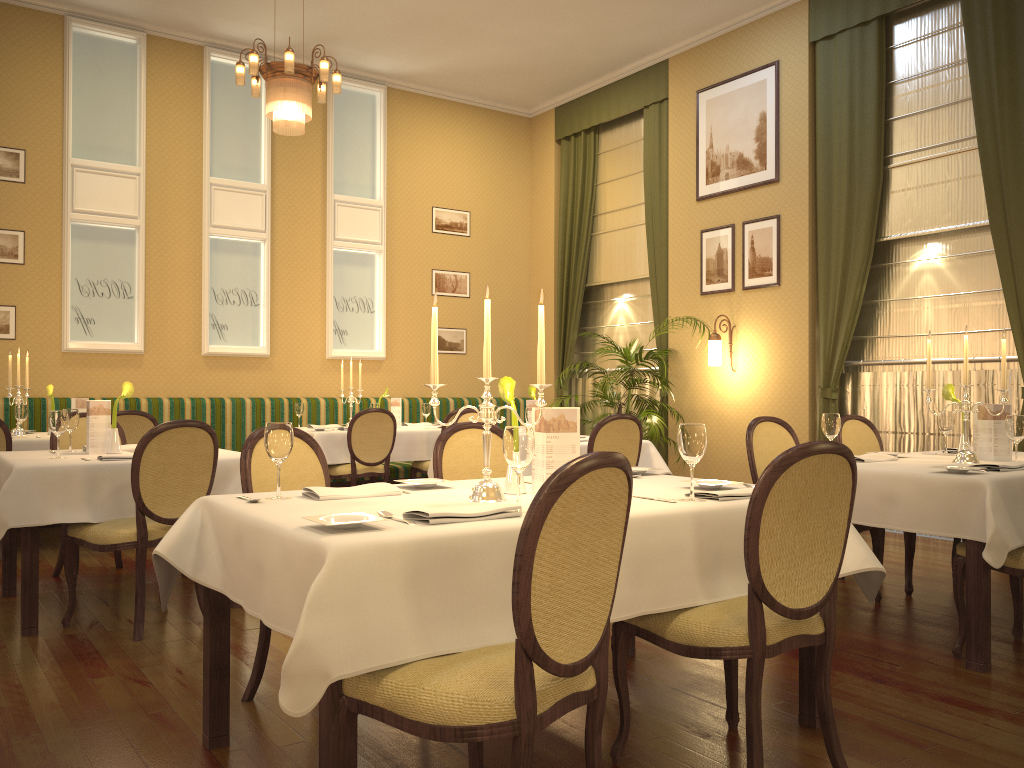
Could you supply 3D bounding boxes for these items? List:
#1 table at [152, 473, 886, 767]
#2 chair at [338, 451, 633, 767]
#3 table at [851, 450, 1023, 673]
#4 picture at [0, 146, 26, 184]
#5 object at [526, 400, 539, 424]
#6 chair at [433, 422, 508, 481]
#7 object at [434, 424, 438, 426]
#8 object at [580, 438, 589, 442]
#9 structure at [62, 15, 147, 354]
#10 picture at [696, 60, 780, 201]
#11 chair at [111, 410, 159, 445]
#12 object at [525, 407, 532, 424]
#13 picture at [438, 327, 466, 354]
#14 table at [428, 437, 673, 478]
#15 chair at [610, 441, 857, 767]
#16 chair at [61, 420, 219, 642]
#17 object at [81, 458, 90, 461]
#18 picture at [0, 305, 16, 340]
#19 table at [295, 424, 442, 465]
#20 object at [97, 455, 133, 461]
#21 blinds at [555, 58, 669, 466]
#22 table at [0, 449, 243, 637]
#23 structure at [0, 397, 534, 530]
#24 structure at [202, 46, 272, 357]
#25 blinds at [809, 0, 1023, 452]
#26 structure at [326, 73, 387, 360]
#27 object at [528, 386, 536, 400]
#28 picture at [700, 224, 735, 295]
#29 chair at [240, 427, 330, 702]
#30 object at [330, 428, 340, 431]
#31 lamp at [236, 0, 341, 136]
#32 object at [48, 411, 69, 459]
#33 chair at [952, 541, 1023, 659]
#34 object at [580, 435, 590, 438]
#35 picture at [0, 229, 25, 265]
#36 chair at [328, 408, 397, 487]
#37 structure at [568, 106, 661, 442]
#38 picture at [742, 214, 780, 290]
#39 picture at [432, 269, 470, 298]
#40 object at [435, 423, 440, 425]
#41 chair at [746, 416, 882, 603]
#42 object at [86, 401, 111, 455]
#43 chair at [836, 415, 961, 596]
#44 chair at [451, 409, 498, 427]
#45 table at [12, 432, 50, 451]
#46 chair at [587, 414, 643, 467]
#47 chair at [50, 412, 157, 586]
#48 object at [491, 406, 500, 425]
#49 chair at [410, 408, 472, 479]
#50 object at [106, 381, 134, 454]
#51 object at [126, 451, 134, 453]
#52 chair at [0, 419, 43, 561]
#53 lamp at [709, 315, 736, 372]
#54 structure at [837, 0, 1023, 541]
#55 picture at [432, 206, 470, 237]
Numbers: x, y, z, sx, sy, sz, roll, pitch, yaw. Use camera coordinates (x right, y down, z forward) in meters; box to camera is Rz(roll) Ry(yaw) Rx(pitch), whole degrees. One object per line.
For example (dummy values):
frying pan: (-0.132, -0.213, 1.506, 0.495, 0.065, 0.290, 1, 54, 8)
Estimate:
table: (0.088, 0.724, 2.771, 2.152, 0.759, 1.385, 1, -1, -34)
chair: (-0.038, 0.620, 1.996, 0.571, 0.955, 0.530, 0, -1, 36)
table: (2.292, 0.746, 4.285, 2.152, 0.759, 1.385, 1, -1, -34)
picture: (-4.379, -1.883, 7.566, 0.401, 0.294, 0.008, 1, -1, -34)
object: (0.130, 0.246, 5.948, 0.081, 0.277, 0.166, 0, -1, -28)
chair: (-0.015, 0.636, 3.572, 0.530, 0.955, 0.571, 1, -1, -34)
object: (-0.780, 0.402, 8.713, 0.038, 0.015, 0.181, 1, -1, -33)
object: (0.415, 0.372, 5.866, 0.273, 0.024, 0.142, 1, -1, -34)
structure: (-3.698, -1.772, 8.054, 0.687, 2.985, 0.200, 1, -1, -34)
picture: (2.035, -2.277, 8.079, 0.027, 1.057, 0.966, 1, -1, -34)
chair: (-2.790, 0.657, 6.299, 0.530, 0.955, 0.571, 1, -1, -34)
object: (0.126, 0.264, 5.649, 0.088, 0.229, 0.088, 0, -1, 13)
picture: (-0.705, -0.490, 10.077, 0.437, 0.294, 0.008, 1, -1, -34)
table: (0.242, 0.759, 6.086, 1.395, 0.759, 1.389, 1, -1, -33)
chair: (0.646, 0.627, 2.519, 0.530, 0.955, 0.571, 1, -1, -34)
chair: (-1.689, 0.637, 4.106, 0.571, 0.955, 0.530, 0, -1, 36)
object: (-2.014, 0.352, 4.182, 0.017, 0.010, 0.185, 1, -1, -34)
picture: (-4.398, -0.527, 7.541, 0.313, 0.294, 0.008, 1, -1, -34)
table: (-1.124, 0.776, 8.081, 2.152, 0.759, 1.385, 1, -1, -34)
object: (-1.820, 0.348, 4.234, 0.273, 0.024, 0.142, 1, -1, -34)
blinds: (1.073, -1.089, 9.586, 0.225, 4.537, 1.934, 1, -1, -35)
table: (-1.983, 0.737, 4.559, 1.395, 0.759, 1.389, 1, -1, -33)
structure: (-5.554, 0.614, 6.255, 14.516, 1.031, 0.850, 1, -1, -34)
structure: (-2.712, -1.762, 8.731, 0.661, 2.985, 0.200, 1, -1, -34)
blinds: (3.050, -1.114, 6.689, 0.129, 4.537, 1.878, 1, -1, -34)
structure: (-1.666, -1.751, 9.450, 0.670, 2.985, 0.200, 1, -1, -34)
object: (0.156, 0.197, 6.168, 0.076, 0.375, 0.163, 0, -1, -13)
picture: (1.908, -1.152, 8.254, 0.022, 0.619, 0.412, 1, -1, -34)
chair: (-0.640, 0.630, 3.155, 0.571, 0.955, 0.530, 0, -1, 31)
object: (-1.503, 0.387, 7.528, 0.038, 0.015, 0.181, 1, -1, -33)
lamp: (-1.382, -2.465, 5.513, 0.593, 1.796, 0.593, 1, -1, -37)
object: (-2.178, 0.243, 4.260, 0.088, 0.229, 0.088, 0, -1, 8)
chair: (2.155, 0.643, 3.556, 0.530, 0.955, 0.571, 1, -1, -34)
object: (0.474, 0.374, 6.185, 0.160, 0.024, 0.160, 1, -1, -34)
picture: (-4.381, -1.179, 7.558, 0.401, 0.294, 0.008, 1, -1, -34)
chair: (-1.261, 0.673, 7.351, 0.530, 0.955, 0.571, 1, -1, -34)
structure: (1.166, -1.076, 9.652, 0.123, 4.511, 1.942, 1, -1, -34)
picture: (2.196, -1.155, 7.834, 0.022, 0.619, 0.412, 1, -1, -34)
picture: (-0.692, -1.141, 10.091, 0.504, 0.294, 0.008, 1, -1, -34)
object: (-0.721, 0.399, 8.809, 0.160, 0.024, 0.160, 1, -1, -34)
chair: (1.552, 0.652, 4.648, 0.530, 0.955, 0.571, 1, -1, -34)
object: (-2.176, 0.225, 4.611, 0.081, 0.277, 0.166, 0, -1, 12)
chair: (2.189, 0.659, 5.085, 0.530, 0.955, 0.571, 1, -1, -34)
chair: (-0.152, 0.669, 6.670, 0.530, 0.955, 0.571, 1, -1, -34)
table: (-3.349, 0.754, 6.553, 2.152, 0.759, 1.385, 1, -1, -34)
chair: (0.509, 0.660, 5.618, 0.530, 0.955, 0.571, 1, -1, -34)
chair: (-2.370, 0.646, 5.150, 0.530, 0.955, 0.571, 1, -1, -44)
object: (-0.126, 0.270, 6.247, 0.088, 0.229, 0.088, 0, -1, 13)
chair: (-0.547, 0.680, 7.801, 0.530, 0.955, 0.571, 1, -1, -34)
object: (-2.037, 0.174, 4.603, 0.163, 0.375, 0.076, 0, -1, 32)
object: (-1.840, 0.349, 4.449, 0.160, 0.024, 0.160, 1, -1, -34)
chair: (-3.459, 0.650, 5.834, 0.530, 0.955, 0.571, 0, -1, -9)
lamp: (1.888, -0.369, 8.000, 0.114, 0.513, 0.323, 0, -1, 45)
structure: (3.144, -1.101, 6.762, 0.134, 4.511, 1.900, 1, -1, -34)
picture: (-0.690, -1.846, 10.099, 0.504, 0.294, 0.008, 1, -1, -34)
